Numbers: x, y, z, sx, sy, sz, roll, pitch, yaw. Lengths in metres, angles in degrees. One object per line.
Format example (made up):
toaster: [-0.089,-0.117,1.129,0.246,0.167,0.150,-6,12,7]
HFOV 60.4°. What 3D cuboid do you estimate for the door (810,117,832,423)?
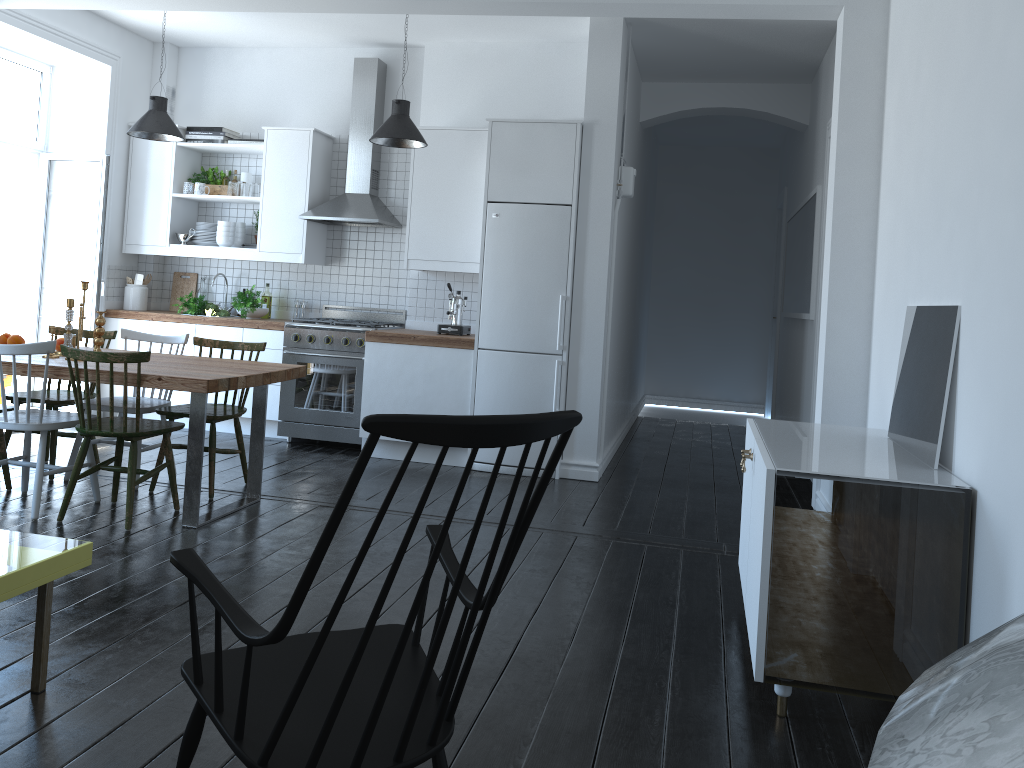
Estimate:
door: [1.984,-0.466,5.375,0.116,2.478,1.039,3,0,12]

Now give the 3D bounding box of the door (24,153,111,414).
door: [-3.415,-0.761,6.744,0.586,2.029,0.104,4,-1,7]

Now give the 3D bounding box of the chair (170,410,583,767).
chair: [-0.288,0.496,1.678,0.610,1.006,0.910,3,2,-33]

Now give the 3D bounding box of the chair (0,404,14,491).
chair: [-2.826,0.150,4.433,0.468,0.828,0.485,4,1,11]

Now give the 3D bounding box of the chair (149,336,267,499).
chair: [-1.713,0.166,4.971,0.468,0.828,0.485,4,1,11]

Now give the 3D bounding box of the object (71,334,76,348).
object: [-2.432,-0.224,4.883,0.102,0.114,0.102,4,2,-2]

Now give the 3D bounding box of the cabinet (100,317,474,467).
cabinet: [-1.680,-0.002,6.726,3.192,0.816,0.729,6,2,20]

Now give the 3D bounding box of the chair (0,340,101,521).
chair: [-2.350,0.184,4.311,0.467,0.843,0.509,4,1,12]

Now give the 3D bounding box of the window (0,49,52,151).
window: [-3.724,-2.086,6.278,0.106,0.656,1.182,3,4,12]

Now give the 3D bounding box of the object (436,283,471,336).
object: [-0.417,-0.536,6.319,0.206,0.370,0.353,4,2,12]

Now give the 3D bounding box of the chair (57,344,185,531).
chair: [-1.873,0.229,4.244,0.468,0.828,0.485,4,1,11]

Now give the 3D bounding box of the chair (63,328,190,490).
chair: [-2.188,0.116,5.093,0.467,0.843,0.509,4,1,12]

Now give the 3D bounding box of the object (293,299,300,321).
object: [-1.725,-0.598,7.075,0.059,0.173,0.059,3,0,26]

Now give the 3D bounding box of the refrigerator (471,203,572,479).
refrigerator: [0.121,-0.324,6.156,0.577,1.804,0.680,4,0,12]

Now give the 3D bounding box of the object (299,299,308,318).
object: [-1.669,-0.591,7.041,0.059,0.173,0.059,3,0,26]

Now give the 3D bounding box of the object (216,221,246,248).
object: [-2.246,-1.194,7.044,0.150,0.216,0.310,4,3,10]

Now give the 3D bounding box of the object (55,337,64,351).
object: [-2.522,-0.219,4.944,0.089,0.084,0.084,5,3,25]

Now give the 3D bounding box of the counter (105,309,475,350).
counter: [-1.672,-0.430,6.679,3.104,0.073,0.848,5,6,12]

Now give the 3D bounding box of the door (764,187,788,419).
door: [2.876,-0.818,9.468,0.116,2.478,1.069,3,0,12]

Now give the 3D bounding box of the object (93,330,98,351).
object: [-2.304,-0.228,4.882,0.049,0.139,0.049,4,0,12]

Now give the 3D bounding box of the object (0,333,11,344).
object: [-2.834,-0.242,4.933,0.088,0.090,0.084,4,2,2]

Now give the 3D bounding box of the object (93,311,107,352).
object: [-2.250,-0.271,4.802,0.101,0.248,0.100,4,0,36]

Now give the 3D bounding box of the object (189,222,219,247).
object: [-2.463,-1.207,7.146,0.301,0.194,0.306,4,4,13]

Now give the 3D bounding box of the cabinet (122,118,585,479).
cabinet: [-1.326,-0.751,6.646,3.797,2.375,0.778,5,0,16]

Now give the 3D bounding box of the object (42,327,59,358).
object: [-2.391,-0.216,4.577,0.080,0.160,0.080,3,0,-31]

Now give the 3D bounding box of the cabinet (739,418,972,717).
cabinet: [1.087,0.578,3.071,0.591,0.734,1.203,4,4,12]

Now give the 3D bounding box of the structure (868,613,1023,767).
structure: [0.339,-0.276,0.339,0.775,2.894,1.274,4,0,-33]

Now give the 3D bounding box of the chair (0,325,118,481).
chair: [-2.666,0.087,5.160,0.468,0.828,0.485,4,1,11]

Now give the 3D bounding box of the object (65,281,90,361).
object: [-2.233,-0.327,4.554,0.113,0.411,0.114,4,-1,-26]

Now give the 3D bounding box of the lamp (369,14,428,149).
lamp: [-0.717,-2.051,5.801,0.386,0.941,0.384,4,0,21]

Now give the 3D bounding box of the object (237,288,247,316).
object: [-2.187,-0.663,7.171,0.085,0.231,0.085,4,0,-23]

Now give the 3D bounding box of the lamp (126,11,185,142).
lamp: [-3.631,-1.541,6.475,2.705,2.514,0.491,4,-1,13]

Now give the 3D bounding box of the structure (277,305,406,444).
structure: [-1.280,-0.071,6.647,0.701,1.020,0.722,4,1,12]

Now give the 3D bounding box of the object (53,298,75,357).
object: [-2.393,-0.307,4.755,0.140,0.311,0.140,4,0,-35]

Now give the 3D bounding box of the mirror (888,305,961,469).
mirror: [1.402,-0.019,3.022,0.054,0.502,0.697,3,3,12]

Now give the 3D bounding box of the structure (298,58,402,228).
structure: [-1.190,-1.885,6.784,0.634,1.306,0.528,4,0,12]

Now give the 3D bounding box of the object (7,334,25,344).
object: [-2.758,-0.232,4.898,0.083,0.088,0.091,5,3,38]
